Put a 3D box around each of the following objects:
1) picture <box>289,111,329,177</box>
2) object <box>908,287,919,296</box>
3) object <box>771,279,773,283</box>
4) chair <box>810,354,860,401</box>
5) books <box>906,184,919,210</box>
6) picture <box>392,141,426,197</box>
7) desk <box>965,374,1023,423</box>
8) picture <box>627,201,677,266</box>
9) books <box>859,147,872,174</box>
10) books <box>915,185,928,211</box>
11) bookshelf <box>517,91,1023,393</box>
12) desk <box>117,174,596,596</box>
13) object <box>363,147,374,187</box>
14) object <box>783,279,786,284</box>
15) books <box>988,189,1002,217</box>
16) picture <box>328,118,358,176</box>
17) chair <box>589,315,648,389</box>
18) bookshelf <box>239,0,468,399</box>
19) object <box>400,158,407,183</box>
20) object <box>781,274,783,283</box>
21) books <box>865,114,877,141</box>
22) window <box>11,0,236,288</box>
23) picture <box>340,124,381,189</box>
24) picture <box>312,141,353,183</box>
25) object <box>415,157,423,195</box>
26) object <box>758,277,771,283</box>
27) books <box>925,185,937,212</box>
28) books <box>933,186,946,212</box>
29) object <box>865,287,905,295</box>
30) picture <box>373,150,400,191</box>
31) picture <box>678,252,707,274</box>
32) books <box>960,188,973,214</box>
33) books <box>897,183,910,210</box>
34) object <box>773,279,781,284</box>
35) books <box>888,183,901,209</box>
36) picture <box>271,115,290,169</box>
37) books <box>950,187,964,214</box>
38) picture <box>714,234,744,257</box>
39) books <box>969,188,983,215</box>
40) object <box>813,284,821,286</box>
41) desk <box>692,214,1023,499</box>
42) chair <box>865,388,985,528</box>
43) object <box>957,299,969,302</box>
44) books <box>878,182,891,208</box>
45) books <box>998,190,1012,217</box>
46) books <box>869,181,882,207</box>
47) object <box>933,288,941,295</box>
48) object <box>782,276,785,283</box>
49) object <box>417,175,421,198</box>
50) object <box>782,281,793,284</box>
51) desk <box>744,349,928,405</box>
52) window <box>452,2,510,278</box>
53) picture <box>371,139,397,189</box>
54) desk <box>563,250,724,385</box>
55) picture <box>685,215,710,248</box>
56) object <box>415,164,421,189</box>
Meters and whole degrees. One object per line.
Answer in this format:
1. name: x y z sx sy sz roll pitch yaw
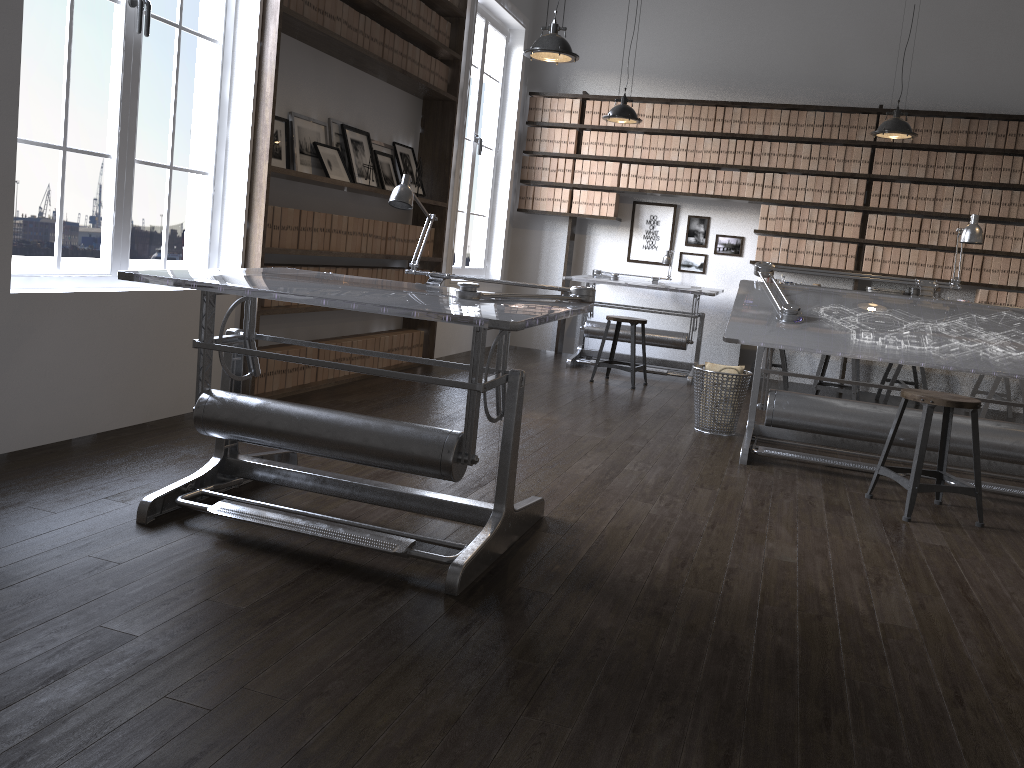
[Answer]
1. picture: -1.211 -1.421 5.342 0.083 0.363 0.417 8 8 17
2. object: 3.452 -0.735 7.635 0.079 0.187 0.079 5 6 -4
3. object: 2.323 -0.884 7.971 0.071 0.128 0.071 3 7 -26
4. chair: 2.536 -0.080 6.882 0.373 0.525 0.359 9 7 25
5. books: 3.380 -1.569 7.489 0.067 0.224 0.175 8 7 17
6. picture: -0.768 -1.600 6.617 0.161 0.362 0.344 8 7 17
7. desk: 4.376 0.037 6.870 1.671 0.666 0.658 8 8 17
8. picture: 1.315 -1.416 8.329 0.416 0.572 0.040 8 6 17
9. books: 3.021 -1.898 7.578 0.067 0.224 0.175 8 7 17
10. books: 3.447 -1.559 7.468 0.067 0.224 0.175 8 7 17
11. bookshelf: 4.402 -0.585 7.312 9.195 3.191 0.375 8 6 17
12. desk: -0.428 -0.141 3.026 1.271 1.183 1.176 8 7 17
13. object: -0.919 -1.388 5.675 0.040 0.259 0.175 8 7 17
14. object: 2.314 -0.816 7.615 0.055 0.192 0.006 8 6 16
15. books: 3.967 -1.480 7.299 0.067 0.224 0.175 8 7 17
16. picture: -1.081 -1.490 5.750 0.091 0.404 0.371 8 7 17
17. chair: 0.862 -0.254 6.893 0.373 0.525 0.359 9 7 25
18. bookshelf: -1.078 -1.177 5.781 0.413 3.704 2.482 8 7 17
19. object: -0.755 -1.454 6.229 0.040 0.259 0.124 8 6 17
20. object: 2.310 -0.831 7.625 0.007 0.227 0.021 9 7 29
21. books: 3.055 -2.169 7.547 0.067 0.224 0.175 8 7 17
22. window: -1.659 -1.593 3.863 0.153 2.484 1.488 8 7 17
23. picture: -0.994 -1.489 5.854 0.149 0.389 0.375 8 7 17
24. picture: -1.101 -1.357 5.467 0.145 0.228 0.301 8 8 17
25. object: -0.684 -1.506 6.469 0.040 0.302 0.118 8 6 17
26. object: 2.235 -0.894 7.857 0.107 0.176 0.108 8 7 19
27. books: 3.509 -1.549 7.443 0.067 0.224 0.175 8 7 17
28. books: 3.573 -1.540 7.427 0.067 0.224 0.175 8 7 17
29. object: 3.202 -0.747 7.623 0.317 0.151 0.193 8 8 17
30. picture: -0.877 -1.488 6.266 0.127 0.289 0.291 8 7 17
31. picture: 1.679 -1.126 8.241 0.251 0.182 0.023 8 6 17
32. books: 3.768 -1.511 7.367 0.067 0.224 0.175 8 7 17
33. books: 3.311 -1.579 7.506 0.067 0.224 0.175 8 7 17
34. object: 2.354 -0.870 7.898 0.070 0.130 0.070 2 8 -35
35. books: 3.245 -1.590 7.532 0.067 0.224 0.175 8 7 17
36. picture: -1.339 -1.359 5.013 0.058 0.313 0.268 8 7 17
37. books: 3.701 -1.520 7.384 0.067 0.224 0.175 8 7 17
38. picture: 1.990 -1.271 8.130 0.251 0.182 0.023 8 6 17
39. books: 3.835 -1.501 7.348 0.067 0.224 0.175 8 7 17
40. object: 2.679 -0.797 7.780 0.107 0.161 0.237 4 8 -17
41. desk: 2.103 -0.227 4.656 2.284 1.379 1.080 8 7 17
42. chair: 1.819 0.308 3.841 0.358 0.525 0.374 5 7 -4
43. object: 3.769 -0.641 7.416 0.095 0.127 0.094 9 7 24
44. books: 3.173 -1.600 7.549 0.067 0.224 0.175 8 7 17
45. books: 4.036 -1.470 7.277 0.067 0.224 0.175 8 7 17
46. books: 3.104 -1.611 7.576 0.067 0.224 0.175 8 7 17
47. object: 3.567 -0.753 7.514 0.181 0.270 0.157 6 6 1
48. object: 2.306 -0.820 7.602 0.007 0.213 0.055 2 7 -37
49. object: -0.676 -1.426 6.408 0.040 0.165 0.066 8 6 17
50. object: 2.456 -0.851 7.908 0.094 0.127 0.095 0 9 -42
51. desk: 2.705 -0.214 7.393 1.671 0.666 0.658 8 8 17
52. window: -0.334 -2.031 7.593 0.153 2.297 1.249 8 7 17
53. picture: -0.916 -1.526 6.263 0.095 0.359 0.435 8 8 17
54. desk: 1.171 -0.659 7.826 1.271 1.092 1.075 8 7 17
55. picture: 1.719 -1.414 8.210 0.202 0.283 0.022 8 6 17
56. object: -0.691 -1.497 6.545 0.040 0.260 0.111 8 6 17
